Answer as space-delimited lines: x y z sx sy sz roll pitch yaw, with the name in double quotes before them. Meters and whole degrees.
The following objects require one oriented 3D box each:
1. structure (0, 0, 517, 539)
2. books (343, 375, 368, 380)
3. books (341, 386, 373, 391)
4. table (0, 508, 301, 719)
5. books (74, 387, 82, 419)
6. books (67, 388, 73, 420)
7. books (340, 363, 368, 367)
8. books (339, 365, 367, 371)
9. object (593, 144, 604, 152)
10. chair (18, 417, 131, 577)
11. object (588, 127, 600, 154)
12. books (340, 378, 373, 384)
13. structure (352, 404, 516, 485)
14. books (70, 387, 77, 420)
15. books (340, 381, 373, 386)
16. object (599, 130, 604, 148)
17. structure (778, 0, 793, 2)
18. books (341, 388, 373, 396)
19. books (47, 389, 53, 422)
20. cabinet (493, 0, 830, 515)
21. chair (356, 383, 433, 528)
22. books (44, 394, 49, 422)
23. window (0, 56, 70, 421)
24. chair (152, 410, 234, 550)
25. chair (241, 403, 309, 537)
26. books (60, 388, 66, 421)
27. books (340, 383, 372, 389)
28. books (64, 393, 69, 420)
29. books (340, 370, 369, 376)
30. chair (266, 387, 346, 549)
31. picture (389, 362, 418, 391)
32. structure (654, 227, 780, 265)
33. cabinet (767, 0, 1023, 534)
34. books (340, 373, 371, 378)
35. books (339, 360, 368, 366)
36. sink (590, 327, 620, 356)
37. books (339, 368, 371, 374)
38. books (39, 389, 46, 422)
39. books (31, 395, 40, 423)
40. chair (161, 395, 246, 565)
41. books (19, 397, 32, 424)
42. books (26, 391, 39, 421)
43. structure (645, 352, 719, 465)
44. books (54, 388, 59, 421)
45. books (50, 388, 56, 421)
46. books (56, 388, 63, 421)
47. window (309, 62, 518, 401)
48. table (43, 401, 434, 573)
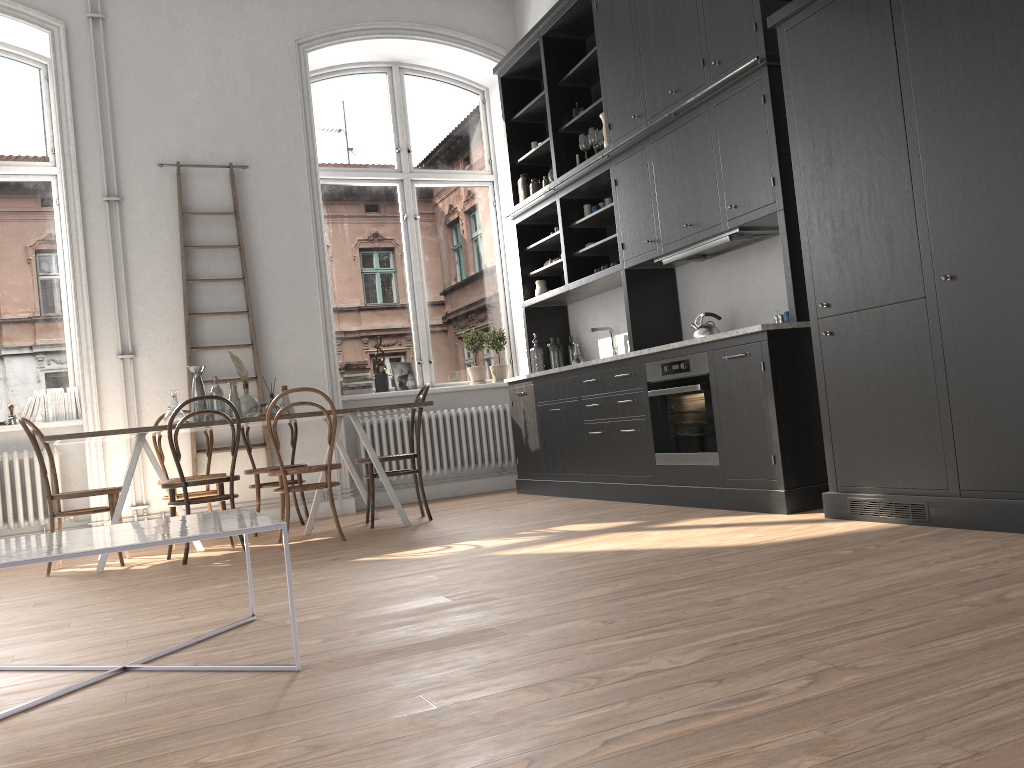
"structure" -2.428 -1.106 6.833 5.180 4.472 0.340 -5 -2 -24
"books" -1.324 -0.047 7.494 0.205 0.022 0.155 -6 -2 -10
"books" -1.322 0.040 7.475 0.249 0.023 0.175 -5 -3 -29
"table" -1.137 0.630 2.567 0.849 0.392 0.850 -5 -3 -24
"books" -3.243 0.148 6.635 0.040 0.244 0.174 -5 -2 -24
"books" -3.303 0.154 6.632 0.024 0.243 0.175 -5 -2 -24
"books" -1.335 -0.155 7.499 0.205 0.020 0.155 -5 -3 -24
"books" -1.345 -0.133 7.492 0.231 0.023 0.162 -6 -2 -9
"object" 0.632 -1.699 6.429 0.083 0.221 0.083 -5 -2 -32
"chair" -2.565 0.629 5.244 0.549 0.920 0.438 -5 -2 -16
"object" 0.587 -1.700 6.283 0.083 0.221 0.083 -7 -2 22
"books" -1.327 -0.022 7.496 0.245 0.028 0.194 -5 -3 -29
"structure" -0.602 0.500 7.601 1.577 0.552 0.194 -5 -2 -24
"books" -3.272 0.151 6.624 0.024 0.243 0.175 -5 -2 -24
"books" -1.324 -0.001 7.494 0.255 0.014 0.193 -5 -3 -21
"object" 0.666 -1.705 6.353 0.083 0.221 0.083 -5 -2 -25
"structure" -0.133 -2.398 1.339 5.925 1.212 4.160 -5 -3 -24
"books" -1.321 0.073 7.474 0.248 0.043 0.192 -5 -3 -24
"books" -3.409 0.162 6.550 0.024 0.243 0.175 -5 -2 -24
"cabinet" 0.782 -1.028 6.013 0.634 3.582 3.252 -5 -2 -24
"chair" -0.787 0.476 6.025 0.549 0.920 0.438 -6 -2 -12
"books" -3.431 0.183 6.550 0.020 0.205 0.155 -5 -2 -24
"window" -4.234 -1.110 6.475 1.622 2.842 0.013 -5 -2 -24
"chair" -2.172 0.620 6.003 0.437 0.920 0.549 -5 -2 -26
"chair" -1.684 0.581 6.311 0.437 0.920 0.549 -5 -2 -17
"books" -3.335 0.156 6.593 0.019 0.243 0.174 -5 -2 -24
"books" -1.324 0.017 7.476 0.249 0.023 0.175 -5 -3 -24
"books" -3.314 0.173 6.603 0.020 0.205 0.155 -5 -2 -24
"books" -1.328 -0.092 7.496 0.205 0.022 0.155 -5 -3 -29
"chair" -1.251 0.496 5.352 0.438 0.920 0.549 -6 -2 -13
"picture" -0.963 -0.058 7.708 0.221 0.264 0.149 -4 -3 -41
"structure" 1.243 -0.847 5.345 0.379 0.123 0.844 -5 -3 -24
"cabinet" 1.893 -0.634 3.643 0.633 2.371 1.401 -5 -2 -24
"books" -1.325 -0.070 7.502 0.222 0.024 0.158 -5 -3 -24
"books" -1.346 -0.175 7.505 0.201 0.024 0.159 -4 -3 -34
"sink" 0.582 -0.168 6.694 0.514 0.504 0.526 -5 -2 -24
"books" -1.336 -0.112 7.495 0.243 0.019 0.174 -5 -3 -24
"books" -3.465 0.168 6.559 0.024 0.243 0.175 -5 -2 -24
"books" -3.498 0.190 6.520 0.072 0.203 0.155 -5 -2 -24
"chair" -1.796 0.544 5.144 0.437 0.920 0.549 -5 -2 -29
"books" -3.557 0.198 6.496 0.105 0.194 0.155 -5 -2 -25
"books" -3.522 0.175 6.509 0.100 0.235 0.174 -5 -2 -24
"structure" 1.223 0.136 5.250 0.618 0.623 0.622 -5 -2 -24
"books" -3.381 0.161 6.592 0.019 0.243 0.174 -5 -2 -24
"books" -3.392 0.161 6.568 0.019 0.243 0.174 -5 -2 -24
"books" -3.364 0.160 6.605 0.024 0.243 0.175 -5 -2 -24
"window" 3.133 -5.964 13.438 14.381 15.931 26.413 -5 -2 -24
"table" -1.682 0.624 5.664 2.199 0.779 1.101 -5 -2 -24
